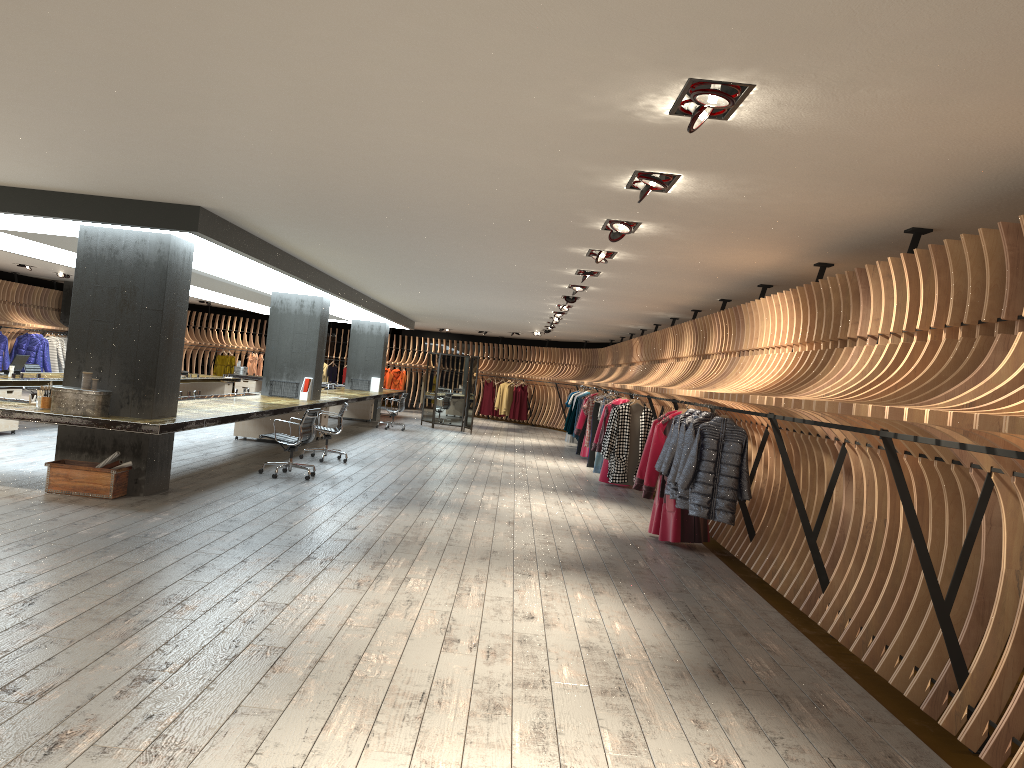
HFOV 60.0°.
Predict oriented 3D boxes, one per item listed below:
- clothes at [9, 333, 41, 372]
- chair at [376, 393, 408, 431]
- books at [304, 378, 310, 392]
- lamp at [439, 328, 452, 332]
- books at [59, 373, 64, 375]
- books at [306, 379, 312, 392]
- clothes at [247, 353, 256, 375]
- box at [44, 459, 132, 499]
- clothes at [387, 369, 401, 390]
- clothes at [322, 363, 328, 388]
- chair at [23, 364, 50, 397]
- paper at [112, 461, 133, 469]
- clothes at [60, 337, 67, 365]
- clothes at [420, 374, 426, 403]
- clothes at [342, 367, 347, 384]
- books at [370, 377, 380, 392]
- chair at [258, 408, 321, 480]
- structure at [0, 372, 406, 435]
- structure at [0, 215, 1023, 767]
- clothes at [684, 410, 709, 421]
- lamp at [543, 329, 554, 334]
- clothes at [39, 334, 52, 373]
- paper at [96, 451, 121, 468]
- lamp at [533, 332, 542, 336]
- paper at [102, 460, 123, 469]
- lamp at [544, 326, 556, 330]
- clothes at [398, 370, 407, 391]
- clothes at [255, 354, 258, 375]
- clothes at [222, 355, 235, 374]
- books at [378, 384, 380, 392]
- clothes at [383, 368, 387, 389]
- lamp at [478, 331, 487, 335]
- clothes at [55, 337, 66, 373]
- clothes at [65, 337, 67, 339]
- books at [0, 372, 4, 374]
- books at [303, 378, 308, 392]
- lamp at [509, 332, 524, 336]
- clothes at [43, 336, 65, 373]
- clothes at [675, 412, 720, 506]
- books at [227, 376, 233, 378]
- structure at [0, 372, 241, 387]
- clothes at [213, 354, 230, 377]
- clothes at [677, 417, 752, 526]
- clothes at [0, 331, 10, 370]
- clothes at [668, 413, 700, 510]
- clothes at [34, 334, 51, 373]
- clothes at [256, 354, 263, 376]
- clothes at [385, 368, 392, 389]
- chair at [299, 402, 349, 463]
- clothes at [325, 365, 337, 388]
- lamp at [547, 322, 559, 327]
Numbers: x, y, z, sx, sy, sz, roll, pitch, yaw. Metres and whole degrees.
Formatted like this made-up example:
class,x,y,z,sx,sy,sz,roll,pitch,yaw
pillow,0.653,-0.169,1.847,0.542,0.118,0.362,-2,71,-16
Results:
class,x,y,z,sx,sy,sz,roll,pitch,yaw
clothes,-11.522,-0.583,20.869,0.880,1.260,0.242,6,0,-3
chair,-2.767,0.614,20.450,0.667,0.859,0.693,6,0,-4
books,-3.500,0.088,15.130,0.048,0.368,0.215,6,0,0
lamp,-2.129,-1.791,28.177,0.493,0.292,0.269,6,0,33
books,-7.372,-0.144,14.888,0.366,0.026,0.213,6,1,11
books,-3.478,0.091,15.130,0.048,0.368,0.215,6,0,0
clothes,-8.519,-0.426,28.920,0.447,1.156,0.125,6,0,35
box,-3.983,0.896,8.324,0.664,0.282,0.341,6,0,0
clothes,-3.949,-0.078,29.966,0.201,0.881,0.839,6,0,30
clothes,-6.462,-0.322,29.830,0.705,0.890,0.250,6,0,21
chair,-8.146,0.106,15.429,0.667,0.859,0.693,6,0,-9
paper,-3.899,0.846,8.296,0.624,0.290,0.041,6,0,-18
clothes,-11.275,-0.647,22.186,0.752,1.062,0.128,6,0,-1
clothes,-2.937,0.156,29.748,0.096,0.988,0.465,6,0,12
clothes,-5.607,0.100,29.997,0.093,1.338,0.552,6,-1,-45
books,-3.494,0.022,22.627,0.215,0.368,0.073,6,0,0
chair,-2.751,0.706,10.949,0.667,0.859,0.693,6,0,-4
structure,-5.564,0.368,16.672,4.836,0.844,18.475,6,1,0
structure,-4.839,-0.388,12.605,14.882,2.440,36.553,6,1,0
clothes,1.672,0.662,7.879,0.511,0.854,0.227,6,0,21
lamp,0.922,-1.426,22.932,0.269,0.291,0.493,6,0,-4
clothes,-11.442,-0.584,21.188,0.885,1.239,0.245,6,0,-3
paper,-3.899,0.819,8.237,0.573,0.460,0.043,6,0,18
lamp,0.720,-1.464,24.512,0.269,0.287,0.493,6,0,-19
paper,-3.941,0.843,8.272,0.724,0.365,0.047,6,0,20
lamp,0.918,-1.410,21.337,0.269,0.294,0.492,6,0,0
clothes,-3.709,-0.052,29.914,0.200,0.881,0.840,6,0,-20
clothes,-8.423,-0.417,28.985,0.125,1.156,0.447,6,0,-30
clothes,-9.138,-0.421,28.436,0.665,1.045,0.168,6,0,31
books,-3.494,0.022,22.655,0.215,0.368,0.075,6,0,0
clothes,-4.384,-0.123,30.004,0.201,0.881,0.839,6,0,15
lamp,-0.865,-1.650,27.225,0.269,0.294,0.493,6,0,-45
clothes,-11.276,-0.644,21.924,0.752,1.062,0.128,6,0,-1
clothes,-11.274,-0.648,22.365,0.752,1.062,0.128,6,0,-1
books,-7.655,-0.171,13.162,0.186,0.027,0.112,6,1,-15
books,-3.521,0.086,15.130,0.048,0.368,0.215,6,0,0
lamp,0.108,-1.539,25.976,0.269,0.292,0.493,6,0,-32
clothes,-11.276,-0.642,21.688,0.752,1.062,0.128,6,0,-1
clothes,1.679,0.668,7.577,0.530,0.856,0.234,6,0,-1
books,-6.980,-0.176,21.904,0.155,0.025,0.110,6,0,-5
structure,-7.390,0.177,16.895,1.162,0.844,10.451,6,1,0
clothes,-9.269,-0.434,28.309,0.665,1.045,0.168,6,0,31
clothes,1.655,0.692,7.247,0.683,0.854,0.181,6,0,43
clothes,-11.449,-0.569,19.476,0.885,1.239,0.245,6,0,-3
clothes,1.661,0.688,7.703,0.585,0.854,0.211,6,0,28
clothes,-11.364,-0.577,21.009,0.883,1.246,0.249,6,0,-3
clothes,-8.282,-0.403,29.069,0.125,1.156,0.447,6,0,-35
clothes,-4.152,-0.099,30.037,0.201,0.881,0.839,6,0,5
chair,-2.750,0.686,13.027,0.667,0.859,0.694,6,0,-24
clothes,-6.128,0.039,29.921,0.087,1.353,0.539,6,0,25
lamp,0.912,-1.399,19.742,0.269,0.286,0.492,6,0,0
